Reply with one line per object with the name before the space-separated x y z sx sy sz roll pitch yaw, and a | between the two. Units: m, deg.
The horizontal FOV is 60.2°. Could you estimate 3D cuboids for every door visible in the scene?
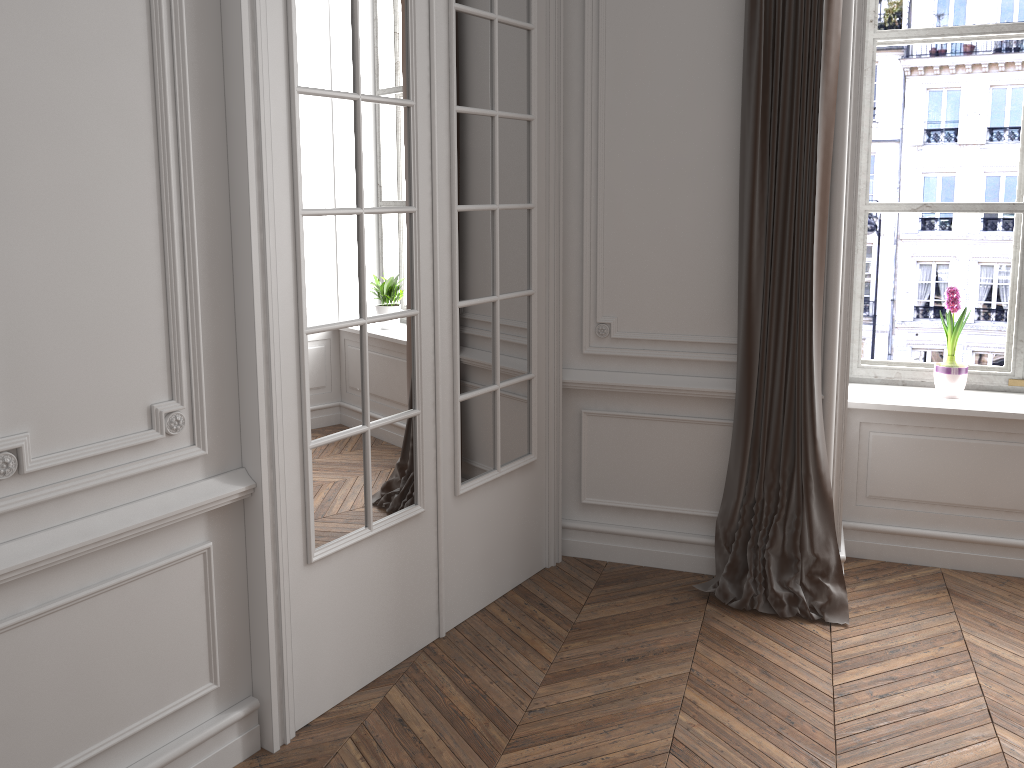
door | -0.270 -0.439 2.961 0.086 2.706 1.577 5 10 34

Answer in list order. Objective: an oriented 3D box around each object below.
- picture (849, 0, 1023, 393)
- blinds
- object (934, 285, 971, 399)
picture | 1.112 -0.652 0.070 13.206 4.751 13.405 2 12 11
blinds | 0.986 -0.697 3.185 0.581 3.069 0.313 3 9 24
object | 1.852 -0.179 3.715 0.129 0.471 0.130 -3 9 -21
